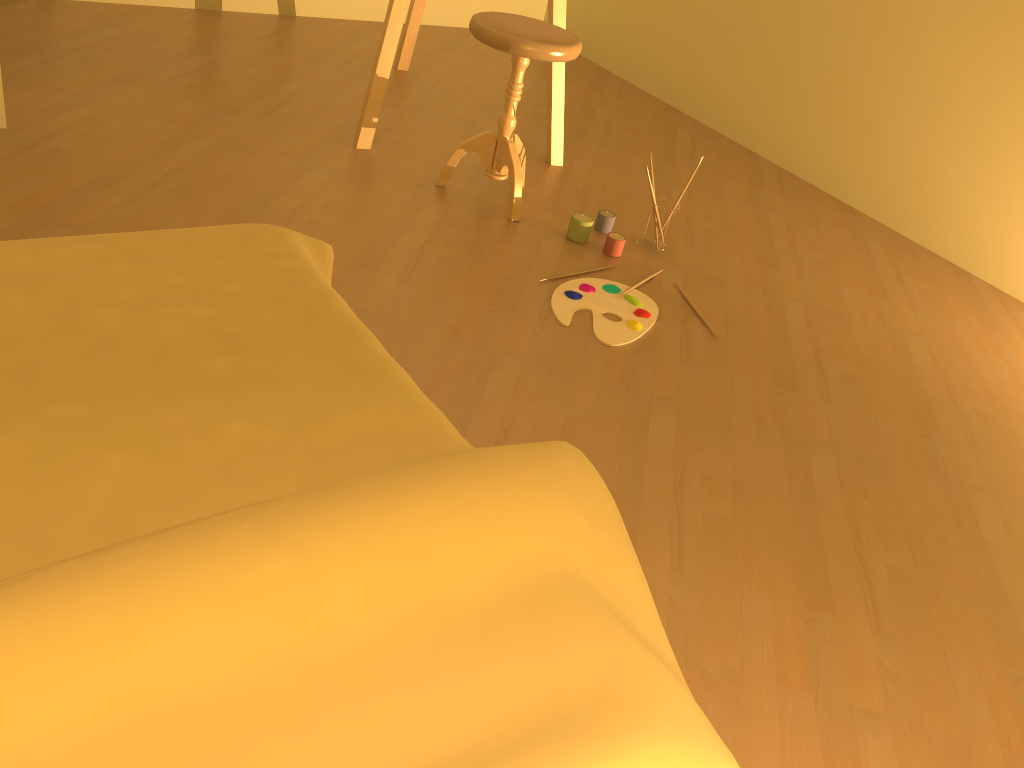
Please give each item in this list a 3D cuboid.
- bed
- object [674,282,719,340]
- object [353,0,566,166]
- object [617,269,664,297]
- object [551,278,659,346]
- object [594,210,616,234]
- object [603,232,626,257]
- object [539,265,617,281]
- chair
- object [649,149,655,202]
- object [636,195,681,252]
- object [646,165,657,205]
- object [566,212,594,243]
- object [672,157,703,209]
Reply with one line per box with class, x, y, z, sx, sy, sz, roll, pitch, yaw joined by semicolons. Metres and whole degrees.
bed;-0.227;0.392;0.593;1.286;0.894;2.378;-12;42;-34
object;0.538;-0.219;2.602;0.010;0.010;0.325;2;35;-19
object;-0.178;-1.736;2.951;1.132;1.896;0.972;32;37;25
object;0.390;-0.306;2.668;0.010;0.015;0.325;30;36;21
object;0.258;-0.219;2.489;0.288;0.014;0.366;26;35;16
object;0.308;-0.537;2.937;0.060;0.060;0.060;34;38;27
object;0.323;-0.439;2.797;0.060;0.060;0.060;32;37;24
object;0.200;-0.331;2.635;0.325;0.010;0.010;-16;44;-38
chair;-0.010;-0.850;2.827;0.348;0.551;0.364;-4;37;-26
object;0.459;-0.593;2.867;0.010;0.286;0.159;-16;44;-38
object;0.473;-0.519;2.884;0.106;0.157;0.106;26;35;16
object;0.458;-0.562;2.827;0.172;0.278;0.010;-3;37;-25
object;0.217;-0.498;2.830;0.073;0.073;0.073;-9;40;-31
object;0.533;-0.587;2.860;0.069;0.319;0.010;6;34;-13
